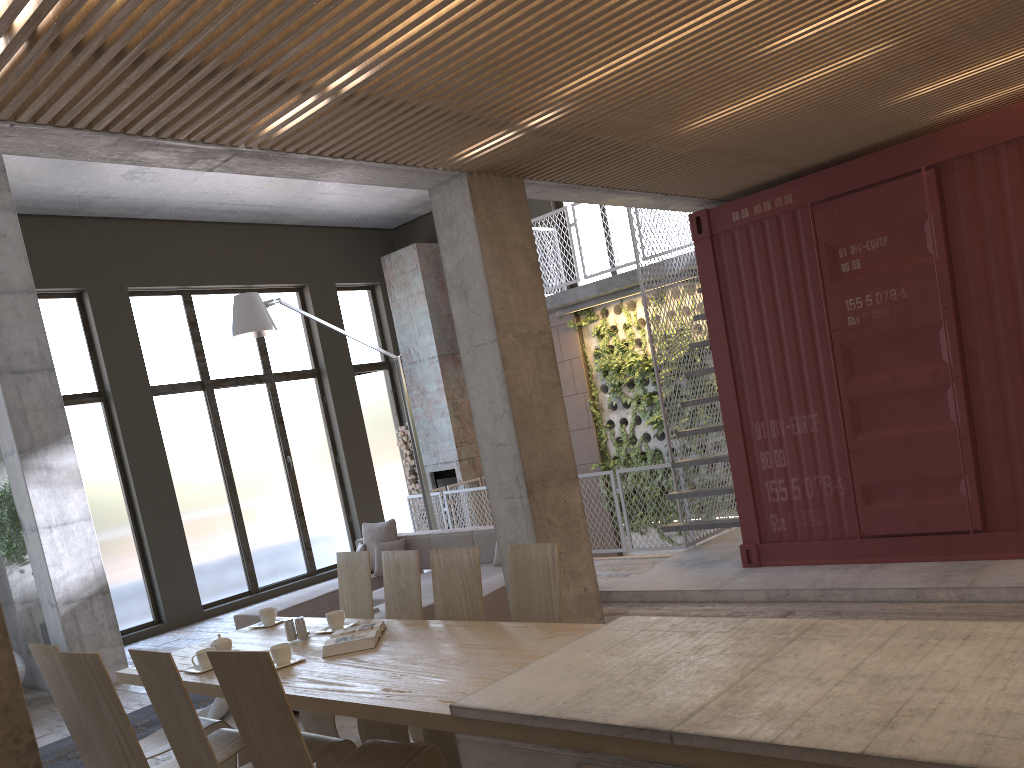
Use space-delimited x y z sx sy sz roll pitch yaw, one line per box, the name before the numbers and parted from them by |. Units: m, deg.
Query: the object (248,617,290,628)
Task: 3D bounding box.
object | -1.429 1.410 5.166 0.187 0.014 0.182 -12 -2 28

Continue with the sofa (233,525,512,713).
sofa | -1.355 1.990 7.962 3.032 0.793 2.959 -12 -2 42

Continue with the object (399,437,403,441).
object | -1.626 0.856 13.956 0.067 0.087 0.418 -8 0 40

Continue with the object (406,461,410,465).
object | -1.516 1.240 14.005 0.068 0.068 0.415 -9 0 41

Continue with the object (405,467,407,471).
object | -1.529 1.324 13.984 0.068 0.068 0.415 -9 0 41

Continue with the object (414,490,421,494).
object | -1.421 1.711 13.963 0.099 0.108 0.289 -9 1 43

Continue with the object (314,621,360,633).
object | -0.924 1.292 4.643 0.187 0.014 0.182 -12 -2 28

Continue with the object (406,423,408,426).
object | -1.526 0.617 13.814 0.066 0.074 0.353 -9 0 40

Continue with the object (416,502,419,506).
object | -1.392 1.890 14.077 0.068 0.068 0.415 -9 0 41

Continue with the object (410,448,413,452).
object | -1.466 1.007 13.883 0.065 0.075 0.353 -9 0 41

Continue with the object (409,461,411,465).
object | -1.456 1.228 13.950 0.068 0.068 0.415 -9 0 41

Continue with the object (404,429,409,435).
object | -1.529 0.738 13.792 0.105 0.085 0.356 -10 -1 41

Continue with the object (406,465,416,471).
object | -1.477 1.302 13.930 0.094 0.084 0.471 -9 0 41

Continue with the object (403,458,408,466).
object | -1.592 1.226 14.019 0.064 0.126 0.357 -7 2 41

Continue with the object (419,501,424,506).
object | -1.280 1.856 13.968 0.094 0.084 0.471 -9 0 41

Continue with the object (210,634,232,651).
object | -1.517 1.357 4.574 0.090 0.113 0.120 -9 3 33

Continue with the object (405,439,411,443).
object | -1.493 0.876 13.858 0.116 0.080 0.427 -10 -1 41

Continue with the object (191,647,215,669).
object | -1.499 1.350 4.296 0.093 0.089 0.116 -11 1 6

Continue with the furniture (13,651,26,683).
furniture | -5.325 2.933 7.822 1.784 0.819 1.627 -11 0 -10

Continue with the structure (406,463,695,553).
structure | 0.864 1.561 11.457 4.479 0.943 1.892 -13 -1 42

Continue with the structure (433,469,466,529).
structure | -0.904 1.764 13.464 0.581 0.938 0.055 -7 7 42

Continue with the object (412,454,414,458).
object | -1.423 1.124 13.936 0.102 0.087 0.356 -10 0 41

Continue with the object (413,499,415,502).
object | -1.464 1.830 14.074 0.089 0.109 0.359 -8 1 42

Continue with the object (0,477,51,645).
object | -4.760 1.780 8.762 1.004 1.885 0.953 -10 4 8

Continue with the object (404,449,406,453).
object | -1.587 1.062 13.986 0.102 0.104 0.287 -9 1 43

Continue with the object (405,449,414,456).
object | -1.545 1.060 13.891 0.099 0.108 0.289 -9 1 43

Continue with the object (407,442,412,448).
object | -1.457 0.933 13.847 0.092 0.090 0.447 -9 0 40

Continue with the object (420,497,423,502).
object | -1.257 1.783 13.903 0.092 0.090 0.447 -9 0 43

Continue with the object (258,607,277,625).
object | -1.438 1.369 5.174 0.093 0.089 0.116 -11 1 -4

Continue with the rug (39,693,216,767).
rug | -2.988 2.652 6.523 1.176 0.049 2.867 -13 -3 42

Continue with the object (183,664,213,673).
object | -1.494 1.389 4.309 0.182 0.014 0.187 -9 -3 -45

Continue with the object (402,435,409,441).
object | -1.517 0.826 13.852 0.095 0.084 0.471 -10 -1 41

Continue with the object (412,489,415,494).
object | -1.463 1.712 14.058 0.102 0.104 0.287 -9 1 43

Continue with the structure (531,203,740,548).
structure | 1.550 -0.211 10.271 3.721 4.362 2.977 -8 4 42

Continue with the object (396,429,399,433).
object | -1.678 0.721 13.943 0.068 0.069 0.415 -9 0 41

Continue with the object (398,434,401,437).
object | -1.641 0.786 13.966 0.123 0.069 0.357 -11 -1 43

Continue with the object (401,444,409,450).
object | -1.543 0.962 13.894 0.094 0.084 0.471 -9 0 41

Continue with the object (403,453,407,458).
object | -1.619 1.115 13.918 0.046 0.073 0.246 -7 1 41

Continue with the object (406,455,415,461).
object | -1.494 1.155 13.972 0.093 0.094 0.429 -9 0 41

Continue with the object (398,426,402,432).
object | -1.615 0.692 13.920 0.092 0.091 0.447 -9 0 40

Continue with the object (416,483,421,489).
object | -1.333 1.584 13.918 0.092 0.090 0.447 -9 0 40

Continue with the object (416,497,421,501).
object | -1.370 1.805 14.043 0.093 0.094 0.429 -9 0 41

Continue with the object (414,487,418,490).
object | -1.411 1.632 13.973 0.090 0.057 0.326 -11 -1 41

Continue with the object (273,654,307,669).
object | -1.068 1.298 4.078 0.182 0.014 0.187 -9 -3 -35

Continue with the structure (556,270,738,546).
structure | 1.957 0.343 11.546 2.653 3.863 0.984 -8 6 42

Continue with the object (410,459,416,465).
object | -1.404 1.206 13.896 0.094 0.084 0.471 -9 0 41

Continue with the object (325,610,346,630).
object | -0.933 1.251 4.652 0.093 0.089 0.116 -11 1 -4
